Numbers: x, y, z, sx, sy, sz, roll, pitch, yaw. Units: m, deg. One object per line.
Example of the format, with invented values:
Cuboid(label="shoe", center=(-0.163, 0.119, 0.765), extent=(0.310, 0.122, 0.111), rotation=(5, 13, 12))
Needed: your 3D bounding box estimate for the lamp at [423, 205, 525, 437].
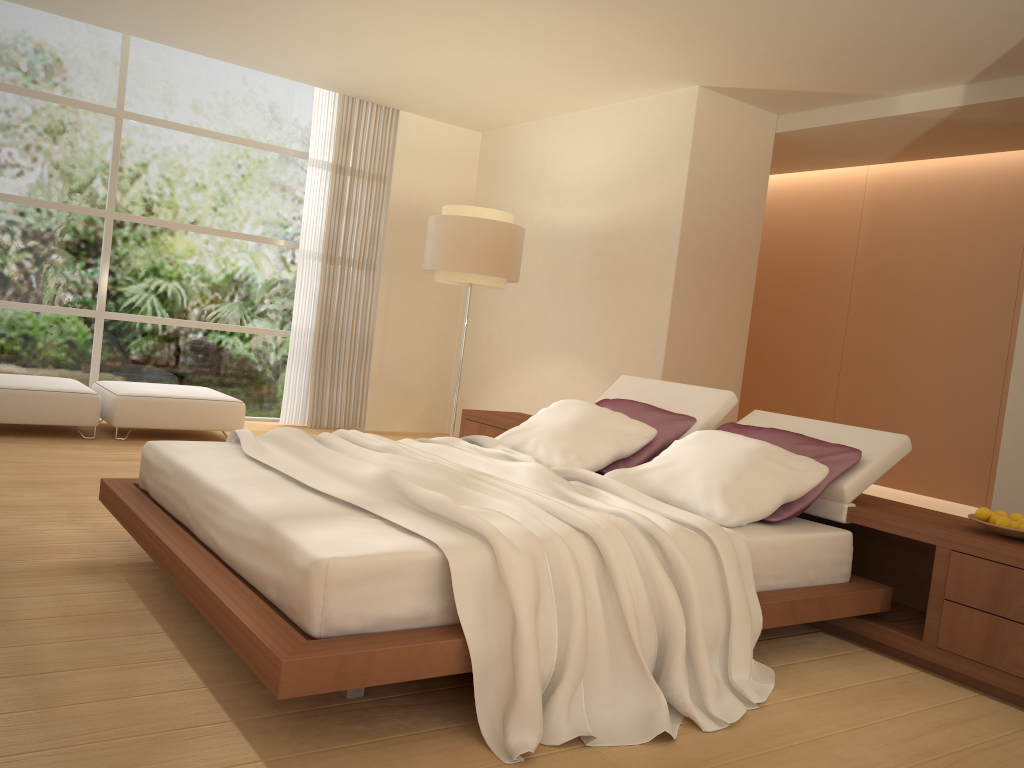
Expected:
Cuboid(label="lamp", center=(-0.383, -0.363, 7.075), extent=(0.817, 2.018, 0.817), rotation=(7, 3, 7))

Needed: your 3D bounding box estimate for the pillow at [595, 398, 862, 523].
Cuboid(label="pillow", center=(0.766, 0.312, 4.241), extent=(0.575, 0.369, 1.683), rotation=(5, 4, -36))

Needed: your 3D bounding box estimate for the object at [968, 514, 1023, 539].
Cuboid(label="object", center=(1.904, 0.553, 3.346), extent=(0.337, 0.053, 0.337), rotation=(6, 3, -22))

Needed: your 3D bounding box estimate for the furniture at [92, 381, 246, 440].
Cuboid(label="furniture", center=(-2.710, 0.208, 6.956), extent=(0.965, 0.346, 0.964), rotation=(5, 4, -36))

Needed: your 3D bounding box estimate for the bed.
Cuboid(label="bed", center=(-0.083, 0.585, 3.621), extent=(2.535, 0.570, 2.599), rotation=(5, 4, -36))

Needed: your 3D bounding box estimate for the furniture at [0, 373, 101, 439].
Cuboid(label="furniture", center=(-3.551, 0.139, 6.354), extent=(0.965, 0.346, 0.964), rotation=(5, 4, -36))

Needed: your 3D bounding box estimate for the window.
Cuboid(label="window", center=(-3.384, -1.422, 7.450), extent=(4.781, 3.371, 0.071), rotation=(5, 4, -36))

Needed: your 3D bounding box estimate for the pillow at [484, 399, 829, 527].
Cuboid(label="pillow", center=(0.549, 0.309, 4.079), extent=(0.561, 0.339, 1.720), rotation=(5, 4, -36))

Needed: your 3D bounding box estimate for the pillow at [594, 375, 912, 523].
Cuboid(label="pillow", center=(1.035, 0.261, 4.436), extent=(0.461, 0.457, 1.779), rotation=(5, 4, -36))

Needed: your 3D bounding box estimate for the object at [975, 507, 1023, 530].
Cuboid(label="object", center=(1.893, 0.524, 3.354), extent=(0.259, 0.084, 0.230), rotation=(8, 3, 24))

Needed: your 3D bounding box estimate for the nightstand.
Cuboid(label="nightstand", center=(1.034, 0.688, 4.490), extent=(0.493, 0.539, 4.220), rotation=(5, 4, -36))

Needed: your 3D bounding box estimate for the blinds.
Cuboid(label="blinds", center=(-1.603, -1.248, 8.350), extent=(0.814, 3.351, 0.202), rotation=(5, 4, -37))
